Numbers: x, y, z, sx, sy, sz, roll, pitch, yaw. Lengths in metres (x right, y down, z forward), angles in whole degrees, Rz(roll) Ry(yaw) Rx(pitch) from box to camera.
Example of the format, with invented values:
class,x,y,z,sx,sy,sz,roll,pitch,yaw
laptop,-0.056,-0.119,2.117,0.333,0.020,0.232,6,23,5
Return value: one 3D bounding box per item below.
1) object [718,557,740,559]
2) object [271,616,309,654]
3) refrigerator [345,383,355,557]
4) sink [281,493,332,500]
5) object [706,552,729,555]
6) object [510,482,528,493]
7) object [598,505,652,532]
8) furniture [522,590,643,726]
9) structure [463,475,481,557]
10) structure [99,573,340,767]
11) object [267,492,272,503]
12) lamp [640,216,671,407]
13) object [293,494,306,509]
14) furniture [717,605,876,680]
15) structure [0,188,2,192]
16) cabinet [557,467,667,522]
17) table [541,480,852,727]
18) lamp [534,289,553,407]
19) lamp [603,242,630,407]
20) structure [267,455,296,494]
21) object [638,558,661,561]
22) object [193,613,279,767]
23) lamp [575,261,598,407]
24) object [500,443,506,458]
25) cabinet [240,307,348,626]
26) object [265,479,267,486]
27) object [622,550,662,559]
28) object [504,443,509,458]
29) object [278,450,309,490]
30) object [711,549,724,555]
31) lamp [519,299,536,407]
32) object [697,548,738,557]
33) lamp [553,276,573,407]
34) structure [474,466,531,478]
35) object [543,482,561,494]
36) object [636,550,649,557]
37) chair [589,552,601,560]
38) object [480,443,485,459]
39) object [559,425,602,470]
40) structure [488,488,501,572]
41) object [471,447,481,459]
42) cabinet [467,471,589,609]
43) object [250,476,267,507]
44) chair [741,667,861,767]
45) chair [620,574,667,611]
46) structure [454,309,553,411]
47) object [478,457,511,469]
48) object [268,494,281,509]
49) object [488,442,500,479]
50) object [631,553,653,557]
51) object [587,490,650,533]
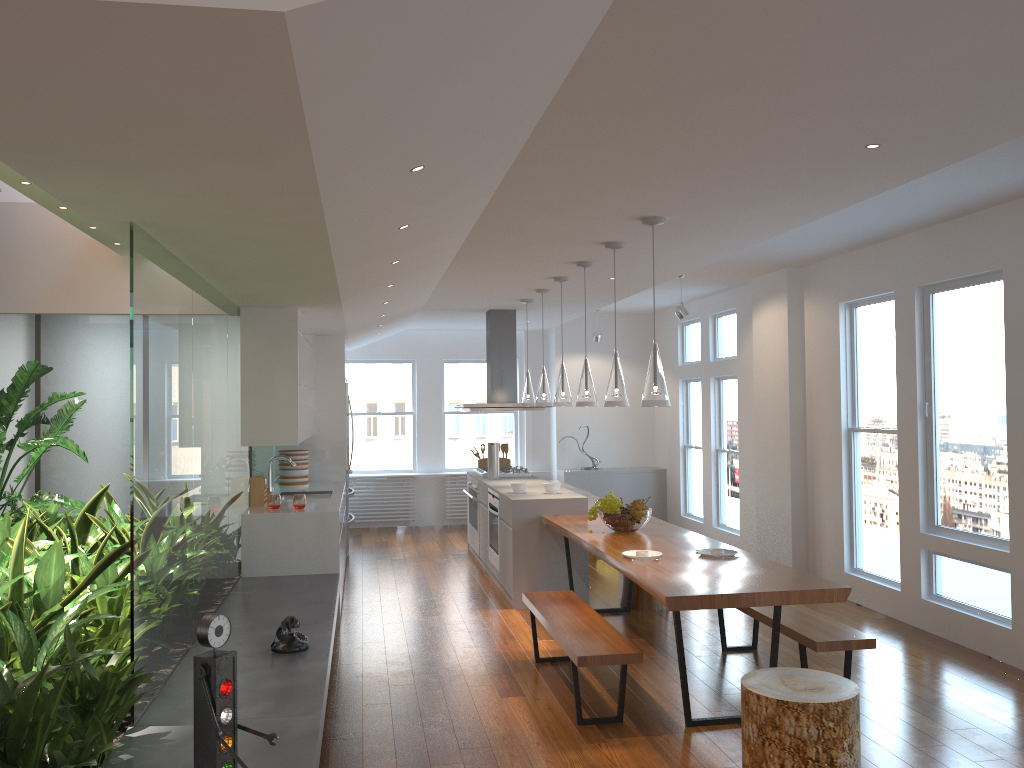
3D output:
class,x,y,z,sx,sy,sz,roll,pitch,yaw
object,1.179,0.943,4.850,0.158,0.017,0.019,0,-1,-15
object,-1.104,1.223,4.345,0.216,0.155,0.181,1,-2,-45
refrigerator,-2.015,0.885,9.256,0.725,1.772,0.908,0,-1,-10
sink,-1.748,1.058,7.495,0.449,0.192,0.666,0,-1,-10
object,1.148,0.951,4.952,0.124,0.011,0.124,0,-1,-27
object,0.059,0.853,7.286,0.152,0.082,0.152,-1,-2,30
object,0.756,0.910,5.924,0.360,0.159,0.360,-2,-2,44
furniture,0.342,1.474,4.837,0.316,0.389,1.433,0,-1,-10
structure,-0.139,1.329,9.131,0.649,0.735,0.890,0,-1,-10
structure,-2.388,1.498,3.943,3.088,0.386,5.584,0,-1,-10
object,-1.953,0.848,6.991,0.100,0.170,0.173,0,-1,-8
lamp,0.747,-0.410,4.653,0.160,1.060,0.160,-1,-1,17
object,-1.554,0.860,6.484,0.094,0.106,0.094,-1,-1,-4
furniture,1.518,1.465,5.036,0.316,0.389,1.433,0,-1,-10
structure,-2.731,-0.569,4.608,2.552,4.265,4.591,0,-1,-10
cabinet,1.250,1.431,11.132,1.309,0.725,0.420,0,-1,-10
table,0.617,1.358,6.920,0.893,0.704,5.996,0,-1,-10
lamp,0.264,-0.339,7.504,0.160,1.060,0.160,-1,-1,17
lamp,0.626,-0.393,5.366,0.160,1.060,0.160,-1,-1,17
structure,-1.947,0.864,7.495,0.248,0.536,0.115,0,-1,-10
object,0.733,0.951,4.794,0.149,0.014,0.044,0,-1,-11
object,-0.836,0.980,2.655,0.318,0.565,0.134,-1,-1,27
lamp,0.505,-0.375,6.079,0.160,1.060,0.160,-1,-1,17
object,-0.095,0.791,9.608,0.068,0.298,0.039,0,-1,-10
cabinet,-1.947,0.652,8.520,0.676,2.280,4.565,0,-1,-10
object,-1.893,0.824,6.785,0.042,0.192,0.040,-2,-2,41
object,0.724,0.951,4.929,0.222,0.020,0.222,-1,-2,31
object,-0.061,0.791,9.632,0.057,0.294,0.030,0,-1,-10
object,-1.984,0.782,8.054,0.267,0.356,0.266,-1,-1,16
object,1.148,0.940,4.952,0.079,0.030,0.070,-2,-2,34
lamp,0.143,-0.321,8.217,0.160,1.060,0.160,-1,-1,17
object,1.148,0.947,4.952,0.222,0.020,0.222,0,-1,-18
lamp,0.385,-0.357,6.791,0.160,1.060,0.160,-1,-1,17
structure,-0.104,0.903,9.159,0.520,0.073,0.650,0,-1,-10
object,0.326,0.848,7.205,0.152,0.082,0.152,-2,-2,41
object,0.724,0.945,4.929,0.079,0.030,0.070,-2,-2,44
chair,0.864,1.541,9.074,0.344,0.430,0.549,-1,-1,-6
object,-0.312,0.792,9.589,0.055,0.299,0.027,0,-1,-10
object,0.871,0.788,11.040,0.590,0.563,0.210,0,-2,-38
structure,-0.148,1.253,7.699,0.072,0.648,0.644,0,-1,-10
object,-0.347,0.809,9.580,0.199,0.259,0.016,-1,-1,1
cabinet,0.053,1.331,8.242,0.597,0.832,2.936,0,-1,-10
object,-1.926,0.816,6.745,0.104,0.222,0.200,0,-1,-10
chair,1.176,1.427,3.621,0.460,0.400,0.460,-1,-1,0
chair,1.030,1.482,6.857,0.396,0.455,0.402,0,-1,-20
structure,-0.112,-0.428,9.163,0.909,1.405,0.900,0,-1,-10
object,-0.192,0.870,9.597,0.353,0.157,0.084,0,-1,-10
object,-1.740,0.863,6.500,0.094,0.106,0.094,-1,-1,-4
object,-0.170,0.751,8.687,0.120,0.356,0.172,-2,-2,39
object,0.724,0.955,4.929,0.124,0.011,0.124,-1,-1,12
object,0.727,0.848,5.935,0.292,0.284,0.394,-2,-2,44
